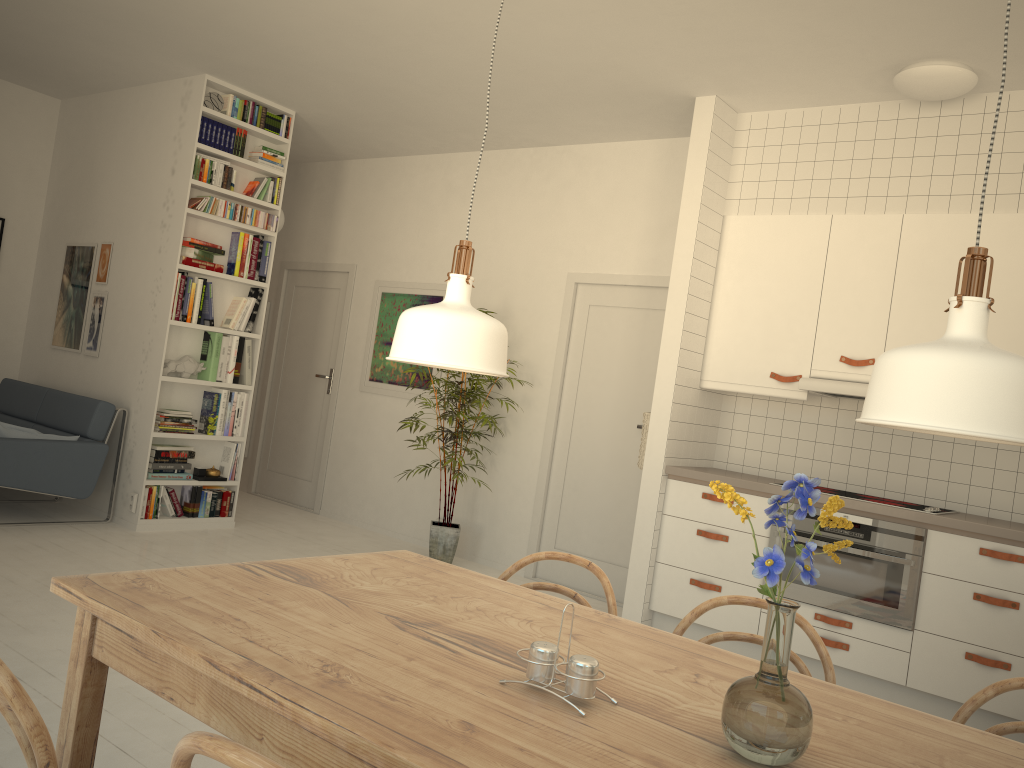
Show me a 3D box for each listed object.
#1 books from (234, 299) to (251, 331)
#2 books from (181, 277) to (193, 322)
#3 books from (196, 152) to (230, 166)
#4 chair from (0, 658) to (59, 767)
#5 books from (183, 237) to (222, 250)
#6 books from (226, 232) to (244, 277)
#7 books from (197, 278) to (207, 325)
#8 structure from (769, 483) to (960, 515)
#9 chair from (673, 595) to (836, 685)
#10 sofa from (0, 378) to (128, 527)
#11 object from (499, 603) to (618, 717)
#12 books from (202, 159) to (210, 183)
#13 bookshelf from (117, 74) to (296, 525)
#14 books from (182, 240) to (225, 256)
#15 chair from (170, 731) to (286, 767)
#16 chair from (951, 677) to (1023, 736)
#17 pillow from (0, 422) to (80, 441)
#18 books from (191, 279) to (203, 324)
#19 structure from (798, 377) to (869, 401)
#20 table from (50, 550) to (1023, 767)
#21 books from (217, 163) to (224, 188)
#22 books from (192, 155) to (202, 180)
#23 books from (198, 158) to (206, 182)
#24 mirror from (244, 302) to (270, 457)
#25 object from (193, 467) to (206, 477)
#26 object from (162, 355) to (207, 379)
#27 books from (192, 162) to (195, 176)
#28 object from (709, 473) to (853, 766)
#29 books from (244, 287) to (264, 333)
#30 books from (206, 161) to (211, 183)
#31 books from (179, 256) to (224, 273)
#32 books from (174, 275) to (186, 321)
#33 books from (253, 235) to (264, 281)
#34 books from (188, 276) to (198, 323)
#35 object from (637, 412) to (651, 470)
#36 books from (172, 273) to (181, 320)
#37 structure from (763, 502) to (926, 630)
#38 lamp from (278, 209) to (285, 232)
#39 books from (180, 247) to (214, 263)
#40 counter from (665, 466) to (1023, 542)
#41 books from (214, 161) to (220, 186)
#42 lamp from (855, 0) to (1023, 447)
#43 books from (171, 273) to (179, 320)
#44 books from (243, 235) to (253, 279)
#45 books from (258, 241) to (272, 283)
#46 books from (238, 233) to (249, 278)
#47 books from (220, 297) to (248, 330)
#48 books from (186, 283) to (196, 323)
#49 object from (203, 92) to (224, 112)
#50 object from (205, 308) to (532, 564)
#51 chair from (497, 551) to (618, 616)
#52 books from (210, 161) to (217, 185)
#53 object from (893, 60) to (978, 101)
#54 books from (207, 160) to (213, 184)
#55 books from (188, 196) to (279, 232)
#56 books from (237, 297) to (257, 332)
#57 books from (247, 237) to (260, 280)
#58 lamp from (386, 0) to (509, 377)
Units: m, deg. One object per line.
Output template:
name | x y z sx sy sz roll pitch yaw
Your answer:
books | -1.877 -0.475 6.047 0.138 0.225 0.105 8 -1 38
books | -2.144 -0.547 5.713 0.200 0.289 0.030 8 -1 38
books | -1.993 -1.456 5.763 0.255 0.022 0.189 9 -1 -42
chair | -0.625 0.703 1.272 0.386 0.811 0.483 8 -1 40
books | -2.061 -0.917 5.776 0.203 0.026 0.266 8 -1 27
books | -1.902 -0.878 6.001 0.200 0.300 0.032 8 -1 38
books | -2.068 -0.543 5.792 0.150 0.306 0.033 8 -1 38
structure | 1.712 0.563 4.318 0.764 0.057 0.504 8 -1 38
chair | 0.417 0.859 1.719 0.385 0.811 0.483 8 -1 20
sofa | -3.353 0.382 5.718 1.603 0.773 0.963 8 -1 38
object | 0.079 0.398 1.332 0.155 0.138 0.095 8 -1 38
books | -2.025 -1.367 5.714 0.199 0.152 0.023 8 -1 38
bookshelf | -2.017 -0.497 5.906 0.249 2.901 0.709 8 -1 38
books | -2.067 -0.888 5.786 0.205 0.035 0.313 8 -1 38
chair | -0.187 0.765 1.025 0.386 0.811 0.483 8 -1 35
chair | 0.797 0.911 1.381 0.386 0.811 0.483 8 -1 40
pillow | -2.873 0.391 5.278 0.141 0.353 0.533 8 -1 37
books | -2.095 -0.541 5.770 0.189 0.291 0.032 8 -1 38
structure | 1.824 0.050 4.356 0.681 0.073 0.482 8 -1 38
table | 0.109 0.850 1.363 1.798 0.749 0.894 8 -1 38
books | -1.966 -1.359 5.806 0.200 0.158 0.035 8 -1 38
books | -2.062 -1.376 5.669 0.197 0.162 0.034 8 -1 38
books | -2.046 -1.369 5.695 0.202 0.149 0.030 8 -1 38
mirror | -2.415 -0.066 7.884 0.500 1.370 0.029 8 -1 38
object | -2.088 0.589 5.926 0.058 0.055 0.058 8 -1 38
object | -2.134 -0.116 5.747 0.311 0.150 0.137 9 -1 -44
books | -2.098 -1.379 5.662 0.205 0.156 0.018 8 -1 38
object | 0.361 0.311 1.197 0.206 0.389 0.144 8 -1 0
books | -1.825 -0.512 6.133 0.179 0.319 0.092 8 -1 38
books | -2.026 -1.366 5.738 0.209 0.149 0.013 8 -1 38
books | -2.066 -0.777 5.771 0.202 0.056 0.300 8 -1 38
books | -2.176 -0.553 5.673 0.203 0.291 0.032 8 -1 38
books | -1.792 -0.866 6.116 0.161 0.317 0.039 8 -1 38
books | -2.122 -0.549 5.758 0.193 0.304 0.020 8 -1 38
object | 0.866 0.189 4.943 0.093 0.613 0.439 8 -1 37
books | -2.196 -0.561 5.658 0.207 0.301 0.015 8 -1 38
structure | 1.707 0.851 4.349 0.682 0.447 0.703 8 -1 38
lamp | -1.900 -1.548 6.991 0.275 0.767 0.275 8 -1 32
books | -2.065 -0.836 5.776 0.128 0.064 0.268 8 -1 8
counter | 2.192 0.692 2.514 4.847 0.163 2.855 8 -1 38
books | -1.991 -1.365 5.785 0.223 0.159 0.028 8 -1 38
lamp | 0.670 -0.724 1.131 0.229 1.596 0.229 8 -1 -7
books | -2.211 -0.564 5.647 0.222 0.301 0.021 8 -1 38
books | -1.852 -0.867 6.048 0.185 0.301 0.029 8 -1 38
books | -1.764 -0.848 6.152 0.179 0.289 0.054 8 -1 38
books | -1.876 -0.872 6.026 0.199 0.302 0.039 8 -1 38
books | -1.892 -0.480 6.014 0.133 0.232 0.115 8 -1 38
books | -2.125 -0.528 5.730 0.199 0.260 0.024 8 -1 38
object | -1.920 -1.810 5.703 0.131 0.131 0.131 8 -1 33
object | -0.912 0.265 5.995 2.089 1.712 0.778 8 -1 19
chair | -0.034 0.795 1.952 0.386 0.811 0.483 8 -1 35
books | -1.991 -1.363 5.758 0.209 0.155 0.012 8 -1 38
object | 1.912 -1.356 4.017 0.351 0.101 0.351 8 -1 -10
books | -2.014 -1.368 5.754 0.188 0.155 0.024 8 -1 38
books | -1.920 -1.143 5.914 0.278 0.110 0.664 8 -1 38
books | -1.867 -0.480 6.095 0.197 0.244 0.092 8 -1 38
books | -1.821 -0.858 6.079 0.182 0.291 0.059 8 -1 38
lamp | -0.005 -0.818 1.655 0.229 1.596 0.230 9 -1 -18
